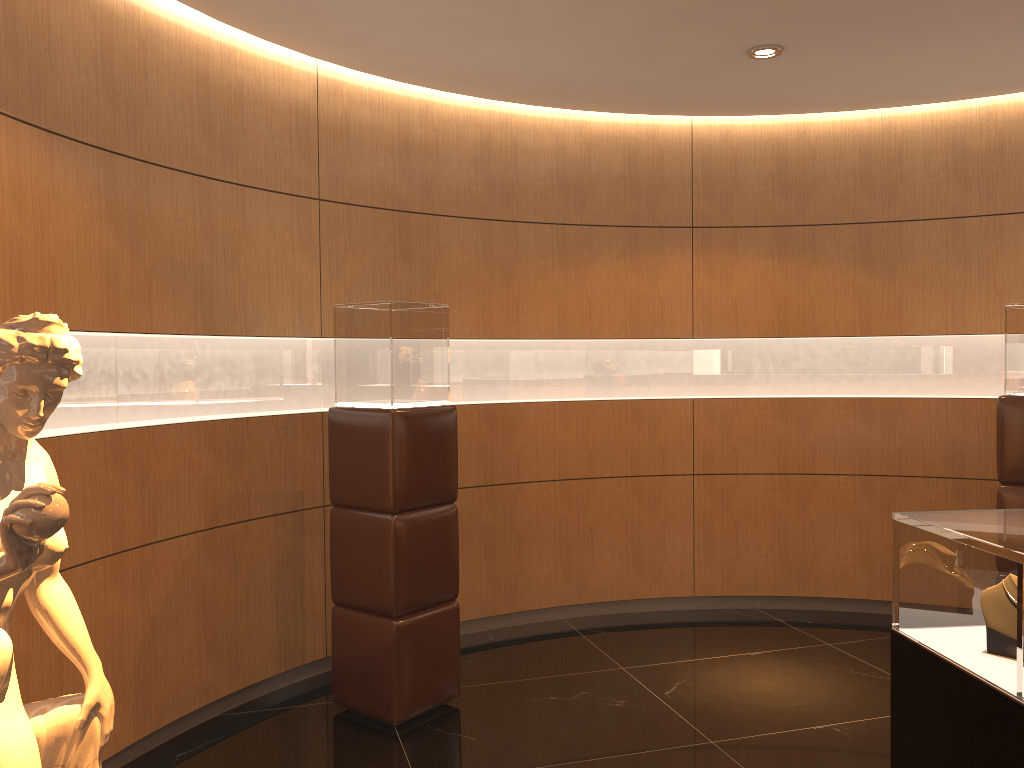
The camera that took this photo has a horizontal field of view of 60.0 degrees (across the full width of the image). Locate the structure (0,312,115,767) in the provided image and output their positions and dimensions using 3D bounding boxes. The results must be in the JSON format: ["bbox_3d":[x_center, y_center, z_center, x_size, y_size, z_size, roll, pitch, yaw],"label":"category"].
[{"bbox_3d":[-1.151,0.765,1.919,0.477,1.836,0.733,-1,2,-17],"label":"structure"}]

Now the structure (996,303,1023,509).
[{"bbox_3d":[2.986,0.558,4.910,0.498,2.000,0.484,1,2,39],"label":"structure"}]

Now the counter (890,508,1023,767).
[{"bbox_3d":[1.644,1.025,1.638,0.615,1.173,2.514,-1,2,-6],"label":"counter"}]

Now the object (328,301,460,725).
[{"bbox_3d":[-0.585,0.608,4.399,0.498,2.000,0.484,1,2,38],"label":"object"}]
